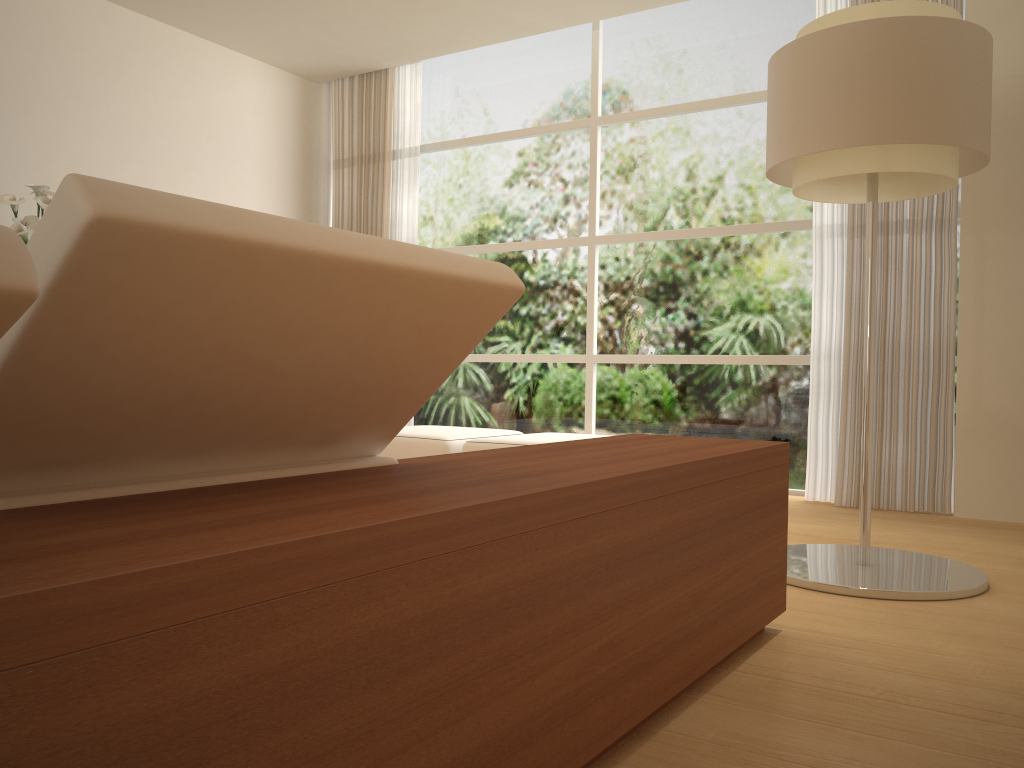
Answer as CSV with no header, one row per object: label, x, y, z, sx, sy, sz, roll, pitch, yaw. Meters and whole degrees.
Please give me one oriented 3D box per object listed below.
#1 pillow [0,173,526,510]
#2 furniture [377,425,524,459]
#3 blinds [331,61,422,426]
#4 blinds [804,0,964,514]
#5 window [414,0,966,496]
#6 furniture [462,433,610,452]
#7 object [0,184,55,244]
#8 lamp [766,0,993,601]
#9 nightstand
pillow,-0.590,0.003,0.952,0.461,0.457,1.779,1,1,32
furniture,-0.529,0.473,5.902,0.965,0.346,0.964,1,1,33
blinds,-1.157,-1.053,7.152,0.950,3.352,0.211,1,1,31
blinds,2.081,-0.973,5.010,0.814,3.351,0.202,1,1,32
window,0.583,-1.022,6.339,4.781,3.371,0.071,1,1,33
furniture,0.342,0.495,5.342,0.965,0.346,0.964,1,1,33
object,-2.533,-0.586,4.953,0.515,1.085,0.608,1,1,-9
lamp,1.338,-0.301,3.310,0.817,2.018,0.817,1,1,-14
nightstand,-0.550,0.430,0.922,0.493,0.539,4.220,1,1,33
